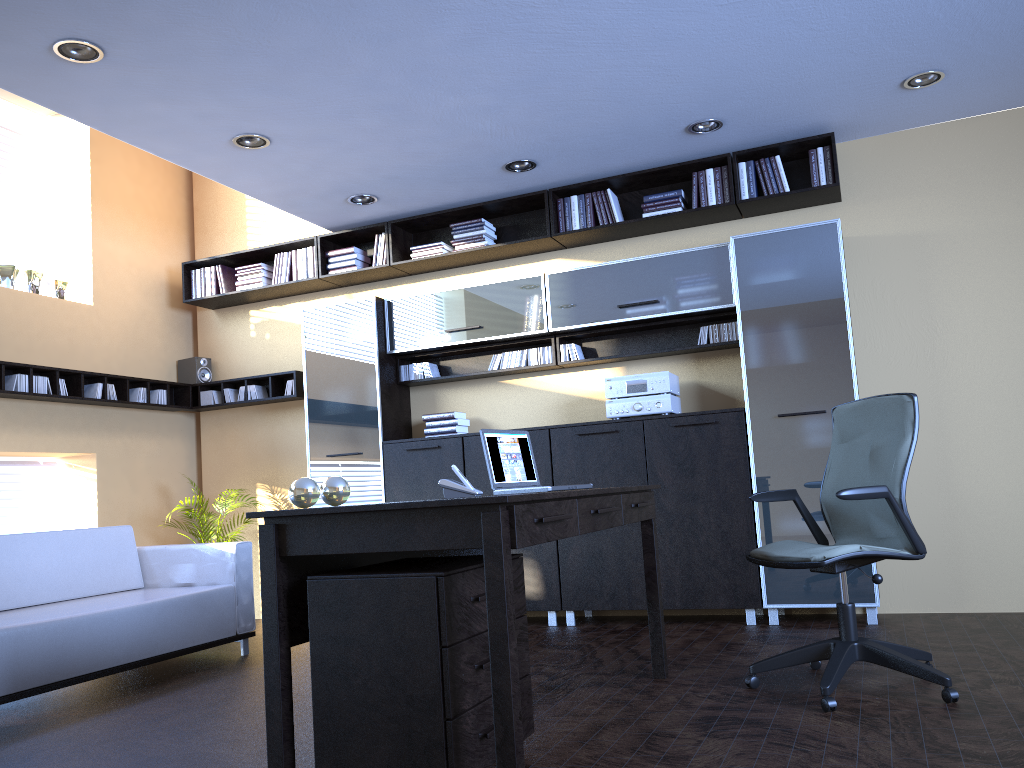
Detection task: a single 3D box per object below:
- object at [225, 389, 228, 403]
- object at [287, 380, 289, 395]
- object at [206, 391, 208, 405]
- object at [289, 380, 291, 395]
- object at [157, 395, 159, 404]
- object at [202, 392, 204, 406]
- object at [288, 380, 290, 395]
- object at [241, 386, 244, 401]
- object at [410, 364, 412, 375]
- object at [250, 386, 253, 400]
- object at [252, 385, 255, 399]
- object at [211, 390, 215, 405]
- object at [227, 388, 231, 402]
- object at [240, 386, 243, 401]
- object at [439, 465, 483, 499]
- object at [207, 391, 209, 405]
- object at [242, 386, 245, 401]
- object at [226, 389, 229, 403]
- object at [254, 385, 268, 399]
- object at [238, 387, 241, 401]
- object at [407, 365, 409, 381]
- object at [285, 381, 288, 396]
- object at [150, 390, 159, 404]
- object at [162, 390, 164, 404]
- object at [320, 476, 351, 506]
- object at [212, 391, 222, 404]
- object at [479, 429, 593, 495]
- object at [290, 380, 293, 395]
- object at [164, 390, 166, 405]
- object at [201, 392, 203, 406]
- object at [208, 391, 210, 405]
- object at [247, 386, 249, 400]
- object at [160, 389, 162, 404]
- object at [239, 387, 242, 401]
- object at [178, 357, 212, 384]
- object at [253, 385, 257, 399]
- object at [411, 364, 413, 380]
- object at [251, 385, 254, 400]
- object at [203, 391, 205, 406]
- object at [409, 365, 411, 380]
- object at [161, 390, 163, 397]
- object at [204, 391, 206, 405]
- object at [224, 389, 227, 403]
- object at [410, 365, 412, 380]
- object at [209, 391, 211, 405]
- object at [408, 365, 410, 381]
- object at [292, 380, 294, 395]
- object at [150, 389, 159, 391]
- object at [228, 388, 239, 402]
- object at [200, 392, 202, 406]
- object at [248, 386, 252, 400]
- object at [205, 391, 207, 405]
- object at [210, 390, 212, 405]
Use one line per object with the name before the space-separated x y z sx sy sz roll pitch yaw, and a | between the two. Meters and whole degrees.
object | -2.331 0.103 7.379 0.030 0.119 0.142 -6 -7 22
object | -1.764 0.038 7.150 0.030 0.119 0.142 -6 -7 22
object | -2.516 0.124 7.454 0.009 0.120 0.142 -6 -7 22
object | -1.745 0.036 7.142 0.030 0.119 0.142 -6 -7 22
object | -2.896 0.111 7.146 0.142 0.120 0.009 -6 -6 22
object | -2.555 0.128 7.469 0.009 0.120 0.142 -6 -7 22
object | -1.755 0.037 7.146 0.030 0.119 0.142 -6 -7 22
object | -2.176 0.085 7.316 0.030 0.119 0.142 -6 -7 22
object | -0.732 -0.082 6.730 0.009 0.120 0.142 -6 -7 22
object | -2.097 0.076 7.284 0.030 0.119 0.142 -6 -7 22
object | -2.078 0.074 7.276 0.030 0.119 0.142 -6 -7 22
object | -2.469 0.118 7.435 0.009 0.120 0.142 -6 -7 22
object | -2.312 0.101 7.371 0.030 0.119 0.142 -6 -7 22
object | -2.186 0.086 7.320 0.030 0.119 0.142 -6 -7 22
object | -0.196 0.370 3.380 0.146 0.126 0.130 -5 -6 7
object | -2.507 0.123 7.450 0.009 0.120 0.142 -6 -7 22
object | -2.167 0.084 7.312 0.030 0.119 0.142 -6 -7 22
object | -2.322 0.102 7.375 0.030 0.119 0.142 -6 -7 22
object | -2.054 0.072 7.267 0.040 0.118 0.142 -6 -7 22
object | -2.209 0.090 7.330 0.040 0.118 0.142 -6 -7 22
object | -0.760 -0.078 6.741 0.006 0.118 0.140 -6 -7 22
object | -1.778 0.040 7.155 0.040 0.118 0.142 -6 -7 22
object | -2.901 0.110 7.121 0.142 0.118 0.040 -6 -6 22
object | -2.878 0.113 7.171 0.142 0.120 0.009 -6 -6 22
object | -0.615 0.372 3.082 0.105 0.105 0.105 -9 -8 41
object | -2.447 0.117 7.426 0.040 0.118 0.142 -6 -7 22
object | 0.110 0.323 3.814 0.323 0.282 0.390 -8 -8 32
object | -1.736 0.034 7.138 0.030 0.119 0.142 -6 -7 22
object | -2.869 0.115 7.190 0.142 0.120 0.009 -6 -6 22
object | -2.564 0.129 7.473 0.009 0.120 0.142 -6 -7 22
object | -2.497 0.122 7.446 0.009 0.120 0.142 -6 -7 22
object | -2.125 0.079 7.296 0.009 0.120 0.142 -6 -7 22
object | -2.887 0.111 7.153 0.142 0.120 0.009 -6 -6 22
object | -2.195 0.087 7.324 0.030 0.119 0.142 -6 -7 22
object | -2.699 -0.098 7.554 0.254 0.229 0.159 -8 -7 32
object | -2.068 0.073 7.273 0.030 0.119 0.142 -6 -7 22
object | -0.724 -0.083 6.723 0.006 0.118 0.140 -6 -7 22
object | -2.087 0.075 7.280 0.030 0.119 0.142 -6 -7 22
object | -2.545 0.127 7.466 0.009 0.120 0.142 -6 -7 22
object | -0.742 -0.081 6.733 0.009 0.120 0.142 -6 -7 22
object | -2.881 0.112 7.162 0.142 0.120 0.009 -6 -6 22
object | -2.535 0.126 7.461 0.009 0.120 0.142 -6 -7 22
object | -2.341 0.104 7.383 0.030 0.119 0.142 -6 -7 22
object | -0.733 -0.082 6.728 0.006 0.118 0.140 -6 -7 22
object | -2.488 0.121 7.442 0.009 0.120 0.142 -6 -7 22
object | -0.751 -0.079 6.738 0.009 0.120 0.142 -6 -7 22
object | -1.716 0.032 7.130 0.009 0.120 0.142 -6 -7 22
object | -2.897 0.110 7.121 0.142 0.122 0.041 -6 -6 22
object | -2.298 0.100 7.366 0.040 0.118 0.142 -6 -7 22
object | -2.573 0.130 7.477 0.009 0.120 0.142 -6 -7 22
object | -2.116 0.078 7.292 0.009 0.120 0.142 -6 -7 22
object | -2.526 0.125 7.458 0.009 0.120 0.142 -6 -7 22
object | -2.478 0.119 7.439 0.009 0.120 0.142 -6 -7 22
